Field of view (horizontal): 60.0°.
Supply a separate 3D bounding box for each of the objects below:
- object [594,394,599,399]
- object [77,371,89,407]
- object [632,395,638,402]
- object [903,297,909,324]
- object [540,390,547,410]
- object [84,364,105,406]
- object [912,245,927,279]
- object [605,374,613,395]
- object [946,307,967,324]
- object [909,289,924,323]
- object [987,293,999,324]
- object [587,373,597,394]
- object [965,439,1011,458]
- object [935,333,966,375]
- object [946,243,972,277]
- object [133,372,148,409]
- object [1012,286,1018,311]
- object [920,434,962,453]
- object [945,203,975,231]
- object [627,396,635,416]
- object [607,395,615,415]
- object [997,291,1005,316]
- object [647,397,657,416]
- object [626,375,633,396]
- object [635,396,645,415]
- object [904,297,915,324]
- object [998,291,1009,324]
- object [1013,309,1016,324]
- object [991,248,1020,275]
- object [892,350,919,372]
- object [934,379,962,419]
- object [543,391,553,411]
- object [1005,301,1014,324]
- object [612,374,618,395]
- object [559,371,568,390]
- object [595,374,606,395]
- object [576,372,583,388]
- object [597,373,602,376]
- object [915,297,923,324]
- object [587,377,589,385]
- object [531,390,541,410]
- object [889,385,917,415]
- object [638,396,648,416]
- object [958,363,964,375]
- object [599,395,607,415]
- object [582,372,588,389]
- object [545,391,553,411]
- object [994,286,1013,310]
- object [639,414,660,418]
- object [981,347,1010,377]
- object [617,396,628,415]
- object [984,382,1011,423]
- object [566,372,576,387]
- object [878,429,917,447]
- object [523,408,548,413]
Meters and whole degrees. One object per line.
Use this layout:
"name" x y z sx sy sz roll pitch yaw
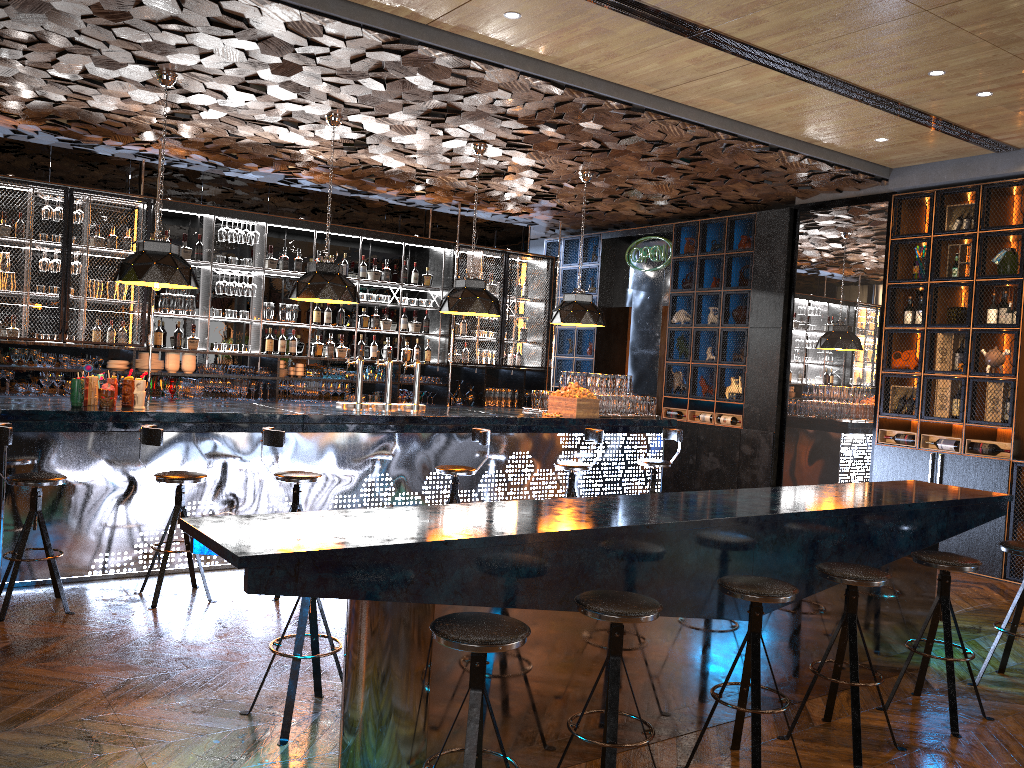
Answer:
"object" 0.834 0.209 8.847 0.105 0.209 0.105 3 1 -10
"object" -3.007 0.033 6.207 0.078 0.246 0.084 2 2 -37
"object" 1.300 0.225 9.385 0.105 0.209 0.105 3 1 -10
"object" 3.915 -0.705 8.757 0.086 0.313 0.086 3 1 3
"object" 0.337 0.172 9.225 0.105 0.209 0.105 3 1 -10
"object" -2.982 0.006 6.324 0.116 0.298 0.105 3 1 -4
"object" 4.029 -1.163 8.641 0.222 0.390 0.224 5 2 39
"object" 0.956 0.007 8.858 0.105 0.209 0.105 3 1 -10
"object" 4.186 -0.621 8.291 0.182 0.187 0.187 3 1 0
"object" 4.035 -0.738 8.808 0.116 0.392 0.144 3 2 -30
"object" 4.342 -0.661 8.004 0.086 0.313 0.086 4 1 8
"object" 0.810 -0.003 8.891 0.105 0.209 0.105 3 1 -10
"object" 4.294 0.579 7.936 0.396 0.132 0.126 5 2 43
"object" 4.174 -0.286 8.378 0.304 0.396 0.162 4 2 30
"object" 4.212 -1.125 8.298 0.119 0.352 0.222 2 2 -35
"object" -2.643 0.044 6.303 0.081 0.264 0.099 3 1 -15
"object" 4.584 -0.683 7.956 0.122 0.390 0.132 3 2 -27
"object" 4.024 0.554 8.256 0.122 0.132 0.396 3 2 -31
"object" 4.283 -1.531 8.313 0.152 0.297 0.361 2 2 -37
"object" 1.198 0.227 8.992 0.105 0.209 0.105 3 1 -10
"object" 0.973 0.218 8.821 0.105 0.209 0.105 3 1 -10
"object" 4.412 -0.675 8.050 0.254 0.345 0.100 2 2 -34
"object" 1.440 0.238 9.181 0.105 0.209 0.105 4 2 30
"object" 1.181 0.016 9.029 0.105 0.209 0.105 3 1 -10
"object" 1.331 0.230 9.251 0.105 0.209 0.105 3 1 -10
"object" 3.886 -0.699 8.666 0.088 0.306 0.088 3 2 -27
"object" 4.426 -0.665 7.962 0.091 0.332 0.091 4 1 8
"object" 4.499 -0.630 7.874 0.080 0.277 0.080 3 2 -27
"object" 4.408 -1.080 7.934 0.229 0.294 0.165 4 2 24
"object" 3.817 -0.227 8.614 0.138 0.222 0.278 2 2 -36
"object" 4.152 0.147 8.355 0.139 0.396 0.281 2 2 -38
"object" 0.368 0.177 9.090 0.105 0.209 0.105 3 1 -10
"object" 4.415 -0.615 7.870 0.065 0.237 0.065 4 2 28
"object" 1.035 0.006 9.062 0.105 0.209 0.105 3 1 -10
"object" 0.541 -0.028 9.249 0.105 0.209 0.105 3 1 -10
"object" 0.884 0.004 8.802 0.105 0.209 0.105 3 1 -10
"object" 0.688 -0.018 9.215 0.105 0.209 0.105 3 1 -10
"object" 0.913 -0.009 9.386 0.105 0.209 0.105 3 1 -10
"object" 3.959 -0.693 8.585 0.088 0.306 0.088 3 2 -27
"object" 0.841 -0.012 9.330 0.105 0.209 0.105 3 1 -10
"object" 0.248 0.168 9.152 0.105 0.209 0.105 3 1 -10
"object" 3.919 0.174 8.702 0.152 0.297 0.361 2 2 -44
"object" 1.346 0.234 9.128 0.105 0.209 0.105 4 2 30
"object" 4.226 -0.156 8.226 0.085 0.183 0.189 2 2 -40
"object" 0.890 0.215 8.746 0.105 0.209 0.105 3 1 -10
"object" 0.766 -0.019 9.420 0.105 0.209 0.105 3 1 -10
"object" 0.382 0.181 8.967 0.105 0.209 0.105 4 2 30
"object" 4.484 -0.693 8.090 0.122 0.390 0.132 2 2 -42
"object" 1.301 0.324 9.241 0.273 0.019 0.437 2 2 -35
"object" 4.312 -0.202 7.914 0.237 0.266 0.164 4 2 26
"object" 1.116 0.224 8.917 0.105 0.209 0.105 3 1 -10
"object" 4.443 0.173 8.006 0.136 0.396 0.276 2 2 -45
"object" 0.616 -0.021 9.159 0.105 0.209 0.105 3 1 -10
"object" 3.772 0.523 8.607 0.122 0.132 0.396 2 2 -33
"object" 0.338 0.271 9.080 0.273 0.019 0.437 2 2 -35
